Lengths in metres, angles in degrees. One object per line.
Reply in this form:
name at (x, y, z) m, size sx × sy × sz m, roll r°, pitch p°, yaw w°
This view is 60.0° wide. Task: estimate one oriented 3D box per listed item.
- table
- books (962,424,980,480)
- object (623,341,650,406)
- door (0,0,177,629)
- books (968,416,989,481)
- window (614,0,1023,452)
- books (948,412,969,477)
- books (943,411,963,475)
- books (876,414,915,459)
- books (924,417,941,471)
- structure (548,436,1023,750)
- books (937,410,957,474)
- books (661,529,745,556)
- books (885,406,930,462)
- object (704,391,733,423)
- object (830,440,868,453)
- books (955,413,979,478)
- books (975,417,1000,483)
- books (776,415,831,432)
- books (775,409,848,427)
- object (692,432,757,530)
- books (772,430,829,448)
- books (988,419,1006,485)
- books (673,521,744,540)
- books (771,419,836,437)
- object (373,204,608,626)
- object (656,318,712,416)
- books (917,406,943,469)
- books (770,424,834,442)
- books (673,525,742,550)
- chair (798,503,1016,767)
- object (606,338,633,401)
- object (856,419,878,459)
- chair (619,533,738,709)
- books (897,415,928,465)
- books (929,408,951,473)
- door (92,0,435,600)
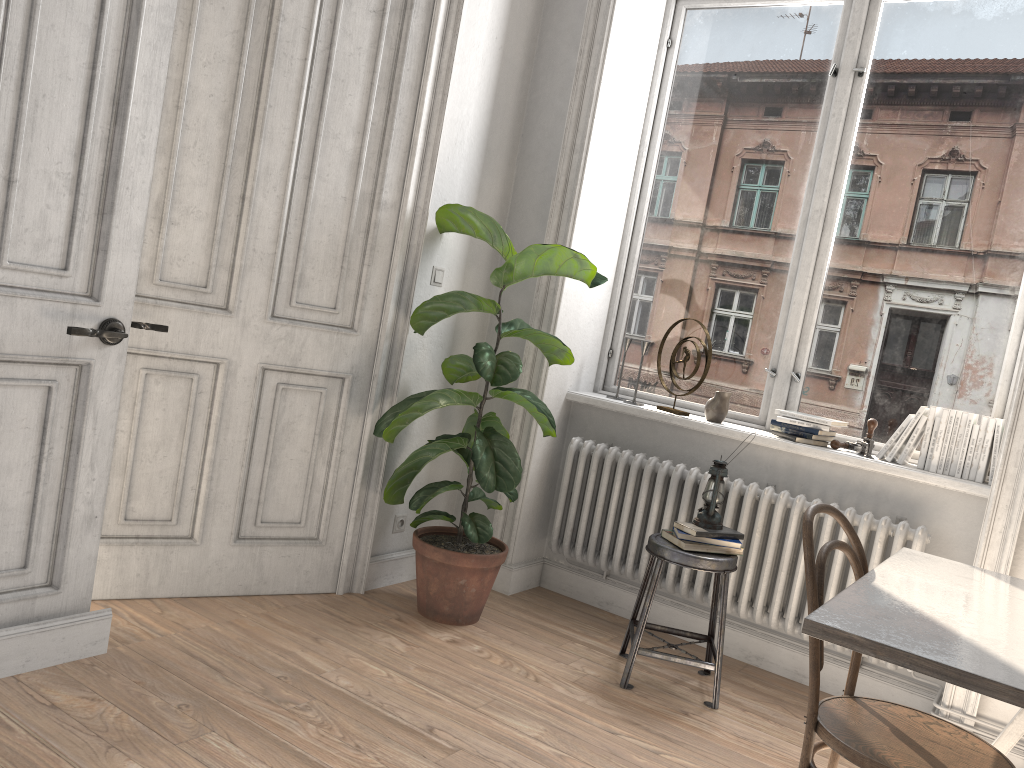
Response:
table at (1.682, 1.049, 1.573) m, size 2.198 × 0.780 × 1.100 m, roll 13°, pitch 5°, yaw 32°
books at (1.731, 0.253, 3.332) m, size 0.020 × 0.205 × 0.155 m, roll 13°, pitch 6°, yaw 32°
object at (0.579, -0.050, 4.027) m, size 0.095 × 0.289 × 0.095 m, roll 7°, pitch 6°, yaw -35°
door at (-1.382, -0.590, 2.158) m, size 0.216 × 2.816 × 1.097 m, roll 13°, pitch 6°, yaw 34°
books at (1.764, 0.240, 3.336) m, size 0.024 × 0.243 × 0.175 m, roll 13°, pitch 6°, yaw 32°
window at (1.417, -1.230, 3.775) m, size 1.621 × 2.845 × 0.013 m, roll 13°, pitch 6°, yaw 32°
books at (1.709, 0.227, 3.372) m, size 0.024 × 0.243 × 0.175 m, roll 13°, pitch 6°, yaw 32°
books at (1.689, 0.223, 3.379) m, size 0.019 × 0.244 × 0.174 m, roll 13°, pitch 6°, yaw 32°
books at (1.512, 0.207, 3.478) m, size 0.104 × 0.194 × 0.155 m, roll 13°, pitch 5°, yaw 31°
books at (1.625, 0.229, 3.401) m, size 0.020 × 0.205 × 0.155 m, roll 13°, pitch 6°, yaw 32°
structure at (2.635, -0.731, 2.492) m, size 5.177 × 4.477 × 0.340 m, roll 13°, pitch 6°, yaw 32°
books at (1.663, 0.219, 3.375) m, size 0.019 × 0.244 × 0.174 m, roll 13°, pitch 6°, yaw 32°
books at (0.709, 0.590, 3.307) m, size 0.246 × 0.034 × 0.193 m, roll 9°, pitch 5°, yaw -17°
books at (1.545, 0.195, 3.452) m, size 0.100 × 0.235 × 0.174 m, roll 13°, pitch 6°, yaw 32°
object at (0.890, 0.094, 3.842) m, size 0.100 × 0.142 × 0.102 m, roll 11°, pitch 5°, yaw 7°
object at (1.349, 0.246, 3.566) m, size 0.153 × 0.048 × 0.087 m, roll 9°, pitch 5°, yaw -18°
books at (1.715, 0.231, 3.342) m, size 0.019 × 0.244 × 0.174 m, roll 13°, pitch 6°, yaw 32°
books at (1.774, 0.244, 3.306) m, size 0.024 × 0.243 × 0.175 m, roll 13°, pitch 6°, yaw 32°
books at (1.201, 0.161, 3.643) m, size 0.205 × 0.020 × 0.155 m, roll 12°, pitch 5°, yaw 22°
books at (1.232, 0.140, 3.647) m, size 0.243 × 0.019 × 0.174 m, roll 14°, pitch 6°, yaw 42°
object at (0.791, 0.348, 3.300) m, size 0.163 × 0.383 × 0.154 m, roll 11°, pitch 5°, yaw 6°
books at (1.189, 0.223, 3.668) m, size 0.147 × 0.023 × 0.221 m, roll 10°, pitch 4°, yaw -9°
books at (1.799, 0.250, 3.287) m, size 0.040 × 0.244 × 0.174 m, roll 13°, pitch 6°, yaw 32°
books at (0.730, 0.545, 3.299) m, size 0.221 × 0.027 × 0.147 m, roll 8°, pitch 5°, yaw -25°
books at (1.202, 0.181, 3.656) m, size 0.147 × 0.023 × 0.221 m, roll 6°, pitch 6°, yaw -41°
object at (1.856, 0.507, 1.987) m, size 5.821 × 1.843 × 0.792 m, roll 14°, pitch 6°, yaw 37°
object at (0.758, -0.080, 3.936) m, size 0.087 × 0.425 × 0.347 m, roll 8°, pitch 5°, yaw -25°
books at (1.618, 0.206, 3.431) m, size 0.024 × 0.243 × 0.175 m, roll 13°, pitch 6°, yaw 32°
books at (1.197, 0.202, 3.660) m, size 0.155 × 0.022 × 0.205 m, roll 7°, pitch 5°, yaw -37°
books at (0.724, 0.566, 3.301) m, size 0.232 × 0.029 × 0.162 m, roll 11°, pitch 4°, yaw 3°
chair at (0.879, 0.795, 2.069) m, size 0.548 × 0.921 × 0.438 m, roll 14°, pitch 6°, yaw 41°
object at (0.514, -0.071, 4.137) m, size 0.095 × 0.289 × 0.095 m, roll 8°, pitch 5°, yaw -26°
object at (1.398, 0.210, 3.469) m, size 0.048 × 0.153 × 0.088 m, roll 10°, pitch 5°, yaw 3°
chair at (0.628, 0.855, 3.311) m, size 0.364 × 0.523 × 0.360 m, roll 11°, pitch 5°, yaw 6°
books at (1.564, 0.216, 3.441) m, size 0.072 × 0.203 × 0.155 m, roll 13°, pitch 6°, yaw 32°
books at (1.640, 0.214, 3.379) m, size 0.024 × 0.243 × 0.175 m, roll 13°, pitch 6°, yaw 32°
door at (-0.891, -0.583, 3.225) m, size 1.097 × 2.816 × 0.216 m, roll 7°, pitch 6°, yaw -33°
